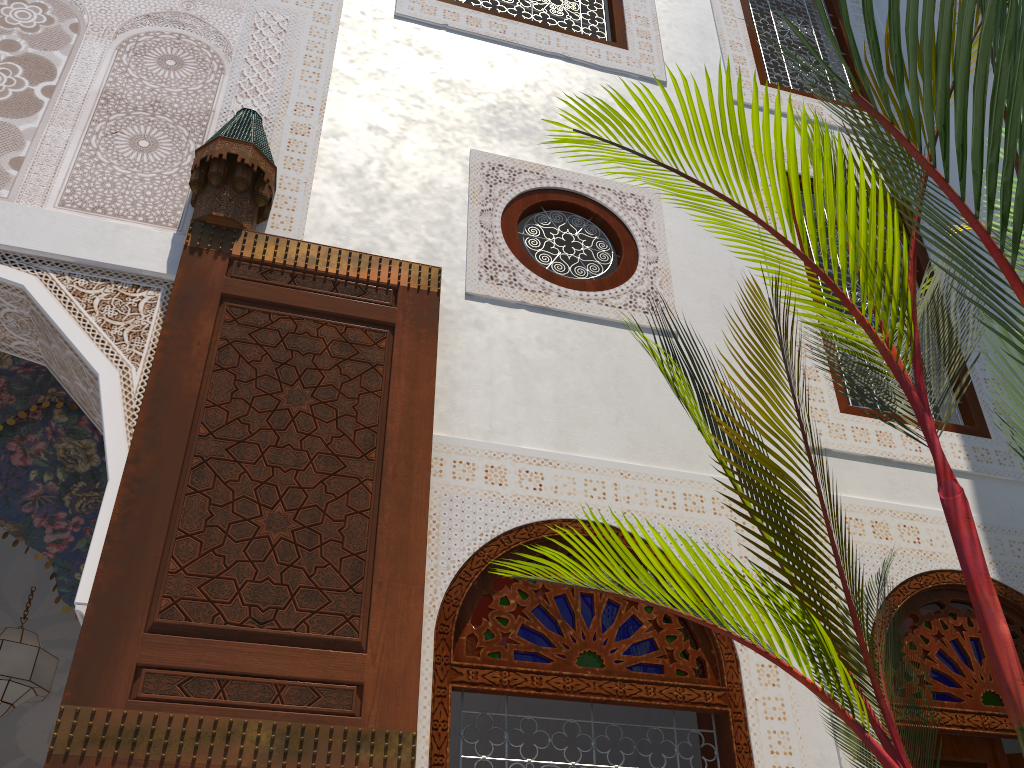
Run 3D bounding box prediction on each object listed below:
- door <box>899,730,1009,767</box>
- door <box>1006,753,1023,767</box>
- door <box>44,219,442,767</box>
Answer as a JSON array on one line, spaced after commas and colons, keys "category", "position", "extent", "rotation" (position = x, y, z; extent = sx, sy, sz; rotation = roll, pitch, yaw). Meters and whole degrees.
[{"category": "door", "position": [0.946, 1.340, 1.549], "extent": [0.287, 1.362, 0.132], "rotation": [8, -34, -13]}, {"category": "door", "position": [1.211, 1.433, 1.674], "extent": [0.287, 1.362, 0.025], "rotation": [-9, -34, 14]}, {"category": "door", "position": [-0.451, 0.667, 1.411], "extent": [0.586, 2.341, 0.132], "rotation": [9, -34, -13]}]
